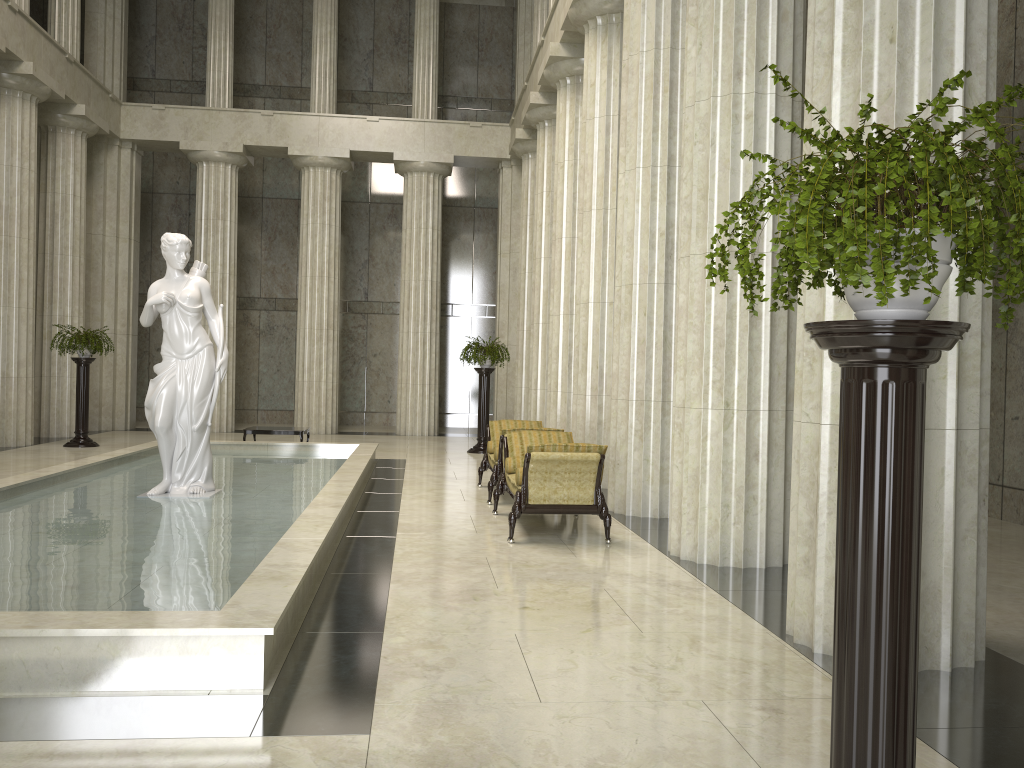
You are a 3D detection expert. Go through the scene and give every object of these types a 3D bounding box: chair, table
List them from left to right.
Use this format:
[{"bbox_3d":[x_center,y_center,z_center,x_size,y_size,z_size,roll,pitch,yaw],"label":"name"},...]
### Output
[{"bbox_3d":[-4.357,1.072,16.471,1.134,0.494,1.123,1,0,-8],"label":"table"},{"bbox_3d":[0.108,0.988,11.637,0.993,0.950,2.172,1,0,-6],"label":"chair"},{"bbox_3d":[0.370,1.012,9.183,0.993,0.950,2.172,1,0,-6],"label":"chair"}]

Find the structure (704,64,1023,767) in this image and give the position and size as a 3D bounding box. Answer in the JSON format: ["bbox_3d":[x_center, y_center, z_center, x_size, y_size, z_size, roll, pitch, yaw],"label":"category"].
[{"bbox_3d":[1.108,0.359,2.569,1.159,2.386,1.053,2,0,24],"label":"structure"}]

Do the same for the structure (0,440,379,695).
[{"bbox_3d":[-3.622,1.316,9.781,3.754,0.508,11.573,1,0,-6],"label":"structure"}]

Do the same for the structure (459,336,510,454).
[{"bbox_3d":[-0.572,0.207,18.110,1.053,2.386,1.159,1,0,-1],"label":"structure"}]

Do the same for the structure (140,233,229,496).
[{"bbox_3d":[-3.609,-0.137,9.742,0.940,3.044,0.729,1,0,-12],"label":"structure"}]

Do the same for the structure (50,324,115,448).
[{"bbox_3d":[-8.362,0.021,17.283,1.159,2.386,1.053,1,0,-11],"label":"structure"}]
